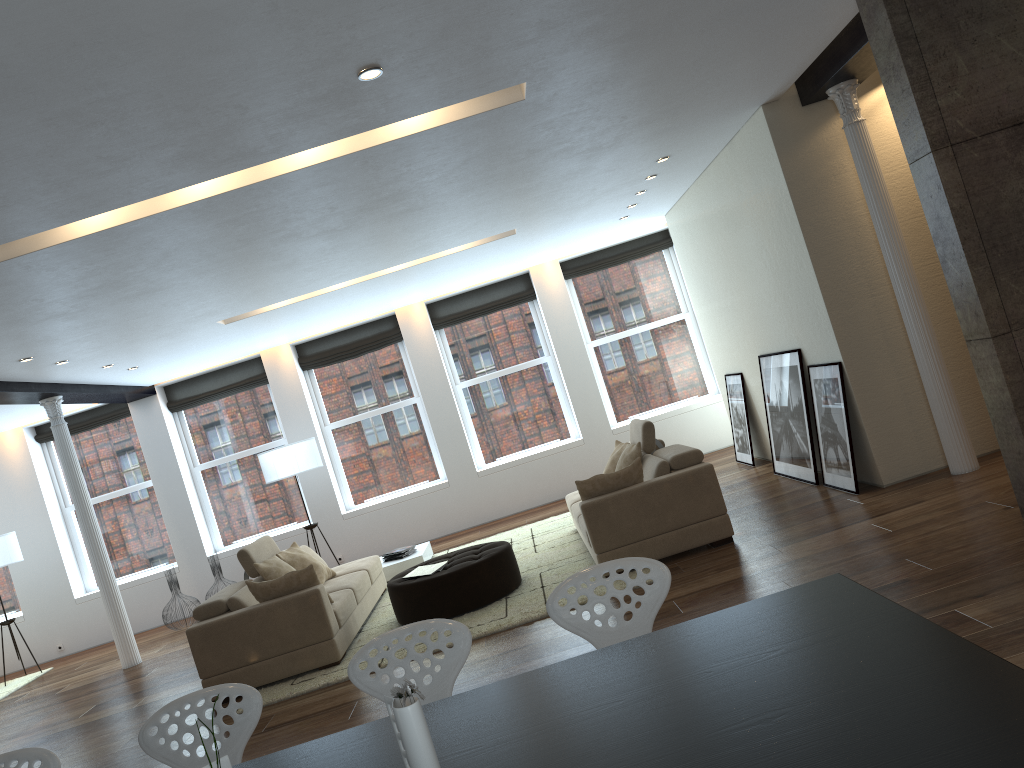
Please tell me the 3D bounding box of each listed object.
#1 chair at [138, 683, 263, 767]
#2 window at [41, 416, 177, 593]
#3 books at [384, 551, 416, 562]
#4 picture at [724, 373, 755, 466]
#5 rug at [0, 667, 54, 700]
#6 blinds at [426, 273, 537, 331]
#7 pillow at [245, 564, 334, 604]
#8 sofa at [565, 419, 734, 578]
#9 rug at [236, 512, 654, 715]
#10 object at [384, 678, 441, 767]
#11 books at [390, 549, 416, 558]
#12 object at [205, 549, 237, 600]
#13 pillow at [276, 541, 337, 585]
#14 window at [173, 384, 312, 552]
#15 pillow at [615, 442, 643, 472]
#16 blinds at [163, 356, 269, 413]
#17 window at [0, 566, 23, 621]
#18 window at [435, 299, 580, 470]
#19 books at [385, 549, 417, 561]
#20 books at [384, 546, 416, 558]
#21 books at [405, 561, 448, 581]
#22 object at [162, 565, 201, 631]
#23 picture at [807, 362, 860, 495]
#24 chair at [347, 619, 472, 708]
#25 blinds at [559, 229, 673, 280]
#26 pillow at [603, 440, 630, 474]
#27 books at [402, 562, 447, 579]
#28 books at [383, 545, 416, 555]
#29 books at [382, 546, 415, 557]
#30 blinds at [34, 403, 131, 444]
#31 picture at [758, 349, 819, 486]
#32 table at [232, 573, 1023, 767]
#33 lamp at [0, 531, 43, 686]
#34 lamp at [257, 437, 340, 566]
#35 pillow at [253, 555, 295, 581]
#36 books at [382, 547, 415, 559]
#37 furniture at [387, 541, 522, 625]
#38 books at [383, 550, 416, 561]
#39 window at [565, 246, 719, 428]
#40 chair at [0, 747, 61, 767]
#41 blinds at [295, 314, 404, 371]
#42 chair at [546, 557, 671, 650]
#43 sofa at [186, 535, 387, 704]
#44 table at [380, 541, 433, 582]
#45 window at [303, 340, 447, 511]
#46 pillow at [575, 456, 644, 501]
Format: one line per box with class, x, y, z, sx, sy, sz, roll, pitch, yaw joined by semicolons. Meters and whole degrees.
chair;-0.945;1.445;2.766;0.495;0.835;0.581;-17;-1;-1
window;-5.342;1.513;11.863;1.391;2.400;0.123;-17;-1;-1
books;-1.210;1.863;9.558;0.300;0.010;0.220;-18;-1;34
picture;2.501;0.383;9.765;0.195;0.988;0.700;-17;-1;-1
rug;-7.558;4.048;9.222;4.231;0.020;2.972;-17;-1;-1
blinds;-0.408;-1.103;11.883;1.442;0.393;0.156;-17;-1;-1
pillow;-1.638;1.548;6.589;0.518;0.393;0.395;-17;-1;3
sofa;0.983;0.852;7.636;1.021;0.950;2.581;-17;-1;-1
rug;-0.438;1.792;8.039;2.972;0.020;4.231;-17;-1;-1
object;-0.211;0.750;1.935;0.076;0.233;0.161;-17;-1;-19
books;-1.205;1.832;9.579;0.220;0.010;0.300;-17;-1;-41
object;-3.602;2.430;10.943;0.458;0.781;0.458;-17;-1;-2
pillow;-1.867;1.629;7.971;0.368;0.416;0.519;-18;-1;4
window;-3.614;0.970;11.885;1.432;2.400;0.123;-17;-1;-1
pillow;0.960;0.720;7.384;0.301;0.439;0.534;-17;-1;-4
blinds;-3.918;0.001;11.822;1.431;0.395;0.183;-17;-1;-1
window;-7.315;2.133;11.837;1.345;2.400;0.123;-17;-1;-1
window;-0.105;-0.133;11.932;1.443;2.400;0.123;-17;-1;-1
books;-1.199;1.850;9.579;0.300;0.010;0.220;-18;-1;19
books;-1.210;1.813;9.579;0.300;0.010;0.220;-18;-1;14
books;-0.668;1.467;6.969;0.300;0.031;0.219;-18;-1;14
object;-4.045;2.567;10.719;0.458;0.781;0.458;-17;-1;-2
picture;2.522;0.337;6.990;0.195;0.988;0.700;-17;-1;-1
chair;-0.242;1.224;2.766;0.495;0.835;0.581;-17;-1;-1
blinds;1.391;-1.725;11.908;1.563;0.275;0.156;-17;-1;-1
pillow;0.946;0.745;8.008;0.368;0.416;0.519;-17;-1;-5
books;-0.684;1.464;6.947;0.301;0.040;0.220;-18;-1;34
books;-1.216;1.795;9.580;0.300;0.010;0.220;-18;-1;39
books;-1.227;1.808;9.559;0.300;0.010;0.220;-18;-1;34
blinds;-5.664;0.487;11.815;1.396;0.275;0.156;-17;-1;-1
picture;2.479;0.287;8.011;0.225;1.140;1.183;-17;-1;-1
table;-0.593;1.376;1.856;3.400;0.733;1.200;-17;-1;-1
lamp;-6.071;2.701;10.598;0.698;1.728;0.698;-18;-1;23
lamp;-2.457;1.566;10.645;0.698;1.728;0.698;-18;-1;23
pillow;-1.878;1.612;7.346;0.301;0.439;0.534;-17;-1;3
books;-1.221;1.826;9.558;0.300;0.010;0.220;-18;-1;24
furniture;-0.465;1.592;7.161;1.057;0.355;1.057;-17;-1;1
books;-1.215;1.845;9.558;0.300;0.010;0.220;-18;-1;34
window;1.710;-0.704;11.955;1.563;2.400;0.123;-17;-1;-1
chair;-1.609;1.654;2.738;0.495;0.835;0.581;-17;-1;-1
blinds;-2.162;-0.544;11.860;1.439;0.424;0.156;-17;-1;-1
chair;0.427;1.014;2.771;0.495;0.835;0.581;-17;-1;-1
sofa;-1.828;1.735;7.599;1.021;0.950;2.581;-17;-1;-1
table;-1.340;2.000;9.646;0.900;0.170;0.900;-17;-1;-1
window;-1.862;0.419;11.909;1.442;2.400;0.123;-17;-1;-1
pillow;0.745;0.800;6.620;0.518;0.393;0.395;-17;-1;-4
